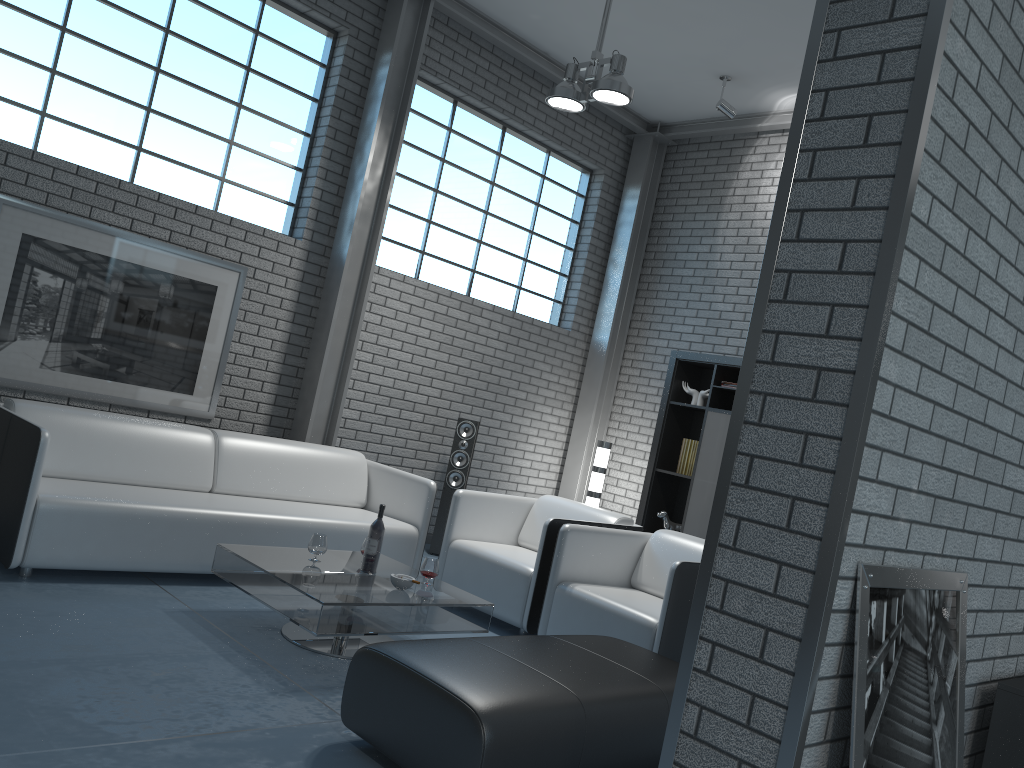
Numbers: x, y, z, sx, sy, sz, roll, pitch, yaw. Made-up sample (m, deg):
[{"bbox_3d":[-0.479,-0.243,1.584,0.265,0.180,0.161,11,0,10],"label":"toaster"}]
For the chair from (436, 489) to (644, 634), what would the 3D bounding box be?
[{"bbox_3d":[0.176,1.005,5.185,0.767,0.661,0.919,10,-3,44],"label":"chair"}]

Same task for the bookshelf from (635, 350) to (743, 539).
[{"bbox_3d":[1.854,0.817,6.430,0.419,1.920,1.930,14,-3,-44],"label":"bookshelf"}]

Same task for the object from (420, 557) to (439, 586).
[{"bbox_3d":[-0.378,0.859,4.069,0.089,0.120,0.089,12,-2,12],"label":"object"}]

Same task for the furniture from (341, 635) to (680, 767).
[{"bbox_3d":[0.133,1.093,3.067,1.291,0.301,0.685,14,-3,-44],"label":"furniture"}]

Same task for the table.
[{"bbox_3d":[-0.730,0.993,3.954,0.900,0.300,0.900,14,-3,-44],"label":"table"}]

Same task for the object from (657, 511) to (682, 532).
[{"bbox_3d":[1.256,1.122,6.919,0.285,0.229,0.095,12,-2,2],"label":"object"}]

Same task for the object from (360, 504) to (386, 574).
[{"bbox_3d":[-0.623,0.704,4.043,0.079,0.316,0.079,13,-2,-11],"label":"object"}]

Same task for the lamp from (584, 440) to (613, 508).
[{"bbox_3d":[0.629,0.997,7.061,0.140,1.100,0.098,12,-2,9],"label":"lamp"}]

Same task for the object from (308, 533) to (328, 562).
[{"bbox_3d":[-0.890,0.748,4.057,0.089,0.120,0.089,12,-2,12],"label":"object"}]

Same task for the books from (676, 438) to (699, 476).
[{"bbox_3d":[1.425,0.581,6.881,0.195,0.275,0.167,14,-3,-44],"label":"books"}]

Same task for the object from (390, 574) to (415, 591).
[{"bbox_3d":[-0.476,0.861,3.831,0.108,0.056,0.108,10,-3,42],"label":"object"}]

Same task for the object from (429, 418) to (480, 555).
[{"bbox_3d":[-0.435,0.783,6.748,0.159,1.045,0.254,12,-2,1],"label":"object"}]

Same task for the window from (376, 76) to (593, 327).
[{"bbox_3d":[-0.217,-1.426,7.373,2.200,1.500,0.100,14,-3,-44],"label":"window"}]

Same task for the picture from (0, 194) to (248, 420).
[{"bbox_3d":[-2.345,-0.394,5.231,1.490,1.015,0.020,14,-3,-44],"label":"picture"}]

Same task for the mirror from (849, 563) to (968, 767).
[{"bbox_3d":[0.938,0.934,2.078,0.674,0.978,0.165,14,-3,-44],"label":"mirror"}]

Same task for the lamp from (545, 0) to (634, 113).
[{"bbox_3d":[0.558,-2.166,5.485,0.300,0.872,0.639,14,-3,-44],"label":"lamp"}]

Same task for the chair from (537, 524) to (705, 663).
[{"bbox_3d":[0.762,1.106,4.514,0.919,0.661,0.767,14,-3,-41],"label":"chair"}]

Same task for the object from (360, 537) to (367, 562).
[{"bbox_3d":[-0.684,0.800,4.264,0.089,0.120,0.089,12,-2,12],"label":"object"}]

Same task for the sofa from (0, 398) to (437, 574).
[{"bbox_3d":[-1.585,0.612,4.844,2.238,0.661,0.919,14,-3,-44],"label":"sofa"}]

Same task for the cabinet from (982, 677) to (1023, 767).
[{"bbox_3d":[2.278,1.414,3.119,2.250,0.682,0.510,14,-3,-44],"label":"cabinet"}]

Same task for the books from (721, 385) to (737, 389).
[{"bbox_3d":[1.701,0.040,6.713,0.190,0.015,0.135,10,-3,40],"label":"books"}]

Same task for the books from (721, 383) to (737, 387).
[{"bbox_3d":[1.699,0.025,6.721,0.135,0.015,0.190,14,-3,-39],"label":"books"}]

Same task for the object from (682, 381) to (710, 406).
[{"bbox_3d":[1.463,0.088,6.938,0.308,0.180,0.106,11,-3,36],"label":"object"}]

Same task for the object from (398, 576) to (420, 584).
[{"bbox_3d":[-0.442,0.857,3.805,0.128,0.052,0.024,10,-3,40],"label":"object"}]

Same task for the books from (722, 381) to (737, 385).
[{"bbox_3d":[1.699,0.010,6.730,0.190,0.015,0.135,11,-2,25],"label":"books"}]

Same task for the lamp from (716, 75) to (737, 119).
[{"bbox_3d":[1.632,-2.173,6.734,0.166,0.311,0.137,13,-2,-19],"label":"lamp"}]

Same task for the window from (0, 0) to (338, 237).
[{"bbox_3d":[-2.173,-1.923,5.432,2.200,1.500,0.100,14,-3,-44],"label":"window"}]
